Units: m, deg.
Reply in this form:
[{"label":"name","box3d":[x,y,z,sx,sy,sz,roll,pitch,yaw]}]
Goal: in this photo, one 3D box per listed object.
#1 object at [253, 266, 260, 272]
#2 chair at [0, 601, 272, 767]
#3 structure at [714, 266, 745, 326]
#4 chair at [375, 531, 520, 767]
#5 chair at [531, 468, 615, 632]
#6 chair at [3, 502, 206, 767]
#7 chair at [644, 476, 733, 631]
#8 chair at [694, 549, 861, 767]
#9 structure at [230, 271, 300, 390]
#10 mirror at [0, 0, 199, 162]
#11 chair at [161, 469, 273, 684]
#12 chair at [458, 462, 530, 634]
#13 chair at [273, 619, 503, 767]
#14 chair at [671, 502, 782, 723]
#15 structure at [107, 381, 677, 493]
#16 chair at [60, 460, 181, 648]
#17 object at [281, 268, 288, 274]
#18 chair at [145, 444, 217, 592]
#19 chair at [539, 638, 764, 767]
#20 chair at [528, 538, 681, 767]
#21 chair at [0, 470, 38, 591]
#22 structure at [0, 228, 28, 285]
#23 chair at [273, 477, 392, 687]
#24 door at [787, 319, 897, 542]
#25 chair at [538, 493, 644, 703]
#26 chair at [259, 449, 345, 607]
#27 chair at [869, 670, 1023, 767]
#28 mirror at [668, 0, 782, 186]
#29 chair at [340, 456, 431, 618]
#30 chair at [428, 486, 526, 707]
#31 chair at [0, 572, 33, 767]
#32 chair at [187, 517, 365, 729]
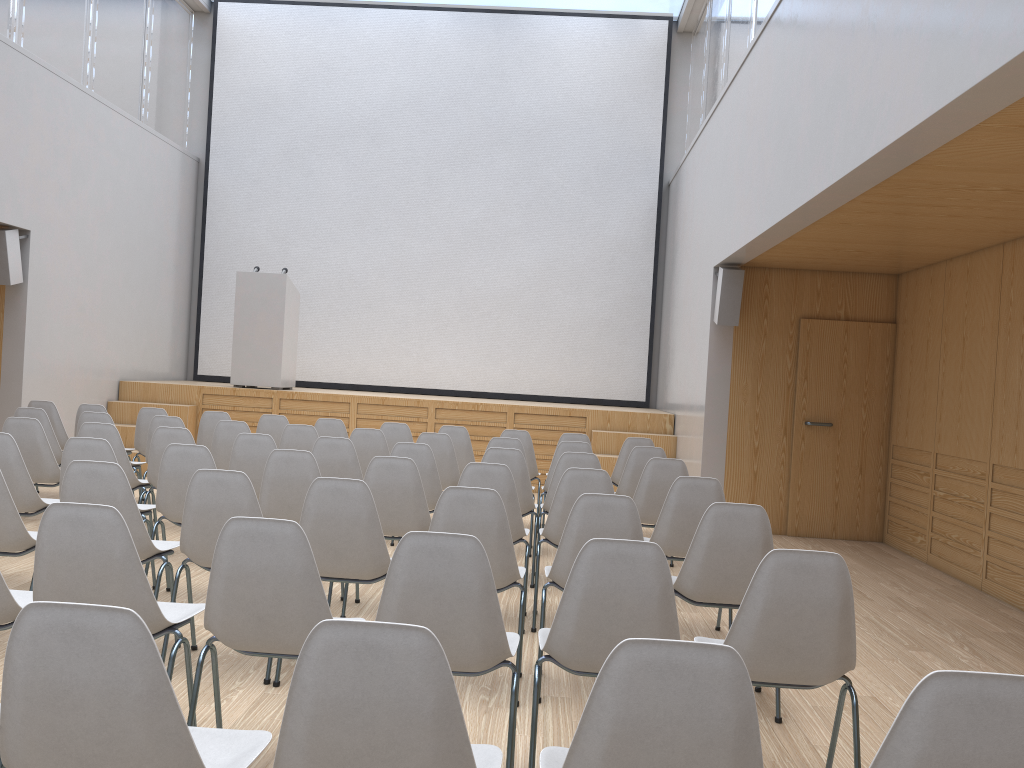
[{"label":"object","box3d":[-3.109,-1.284,10.733,0.166,0.305,0.252,3,1,-26]},{"label":"chair","box3d":[-0.781,0.826,1.832,0.479,0.876,0.505,3,1,3]},{"label":"structure","box3d":[1.978,-0.801,8.108,0.196,0.542,0.368,3,1,3]},{"label":"chair","box3d":[-0.212,0.853,2.745,0.479,0.876,0.505,3,1,3]},{"label":"chair","box3d":[0.373,0.871,4.831,0.479,0.876,0.505,3,1,3]},{"label":"chair","box3d":[-1.282,0.788,2.874,0.479,0.876,0.505,3,1,3]},{"label":"chair","box3d":[0.927,0.905,4.738,0.479,0.876,0.505,3,1,3]},{"label":"chair","box3d":[0.833,0.914,2.809,0.479,0.876,0.505,3,1,3]},{"label":"structure","box3d":[-2.988,-0.634,10.797,0.605,1.379,0.605,3,1,3]},{"label":"mirror","box3d":[-4.844,-4.108,3.515,0.253,2.090,17.827,3,0,3]},{"label":"chair","box3d":[-1.201,0.785,3.872,0.479,0.876,0.505,3,1,3]},{"label":"chair","box3d":[-0.138,0.841,4.806,0.479,0.876,0.505,3,1,3]},{"label":"chair","box3d":[-0.258,0.857,1.828,0.479,0.876,0.505,3,1,3]},{"label":"chair","box3d":[0.882,0.910,3.780,0.479,0.876,0.505,3,1,3]},{"label":"structure","box3d":[-1.385,0.666,10.956,6.551,1.027,2.728,3,0,3]},{"label":"chair","box3d":[-1.735,0.753,3.914,0.479,0.876,0.505,3,1,3]},{"label":"object","box3d":[-2.762,-1.264,10.717,0.166,0.305,0.252,3,1,-26]},{"label":"chair","box3d":[-1.697,0.748,4.854,0.479,0.876,0.505,3,1,3]},{"label":"chair","box3d":[0.280,0.889,1.823,0.479,0.876,0.505,3,1,3]},{"label":"chair","box3d":[0.307,0.883,2.804,0.479,0.876,0.505,3,1,3]},{"label":"chair","box3d":[-2.280,0.721,3.948,0.479,0.876,0.505,3,1,3]},{"label":"structure","box3d":[-4.797,-1.205,8.408,0.196,0.542,0.368,3,1,3]},{"label":"chair","box3d":[-0.708,0.815,3.830,0.479,0.876,0.505,3,1,3]},{"label":"door","box3d":[3.054,0.430,8.190,0.873,2.024,0.108,3,1,3]},{"label":"chair","box3d":[0.365,0.879,3.821,0.479,0.876,0.505,3,1,3]},{"label":"chair","box3d":[-1.166,0.780,4.899,0.479,0.876,0.505,3,1,3]},{"label":"chair","box3d":[0.788,0.920,1.741,0.479,0.876,0.505,3,1,3]},{"label":"mirror","box3d":[1.929,-3.704,3.215,0.253,2.090,17.827,3,0,3]},{"label":"chair","box3d":[-0.629,0.812,4.847,0.479,0.876,0.505,3,1,3]},{"label":"chair","box3d":[-0.175,0.847,3.786,0.479,0.876,0.505,3,1,3]},{"label":"chair","box3d":[-1.757,0.760,2.914,0.479,0.876,0.505,3,1,3]},{"label":"chair","box3d":[-0.730,0.822,2.809,0.479,0.876,0.505,3,1,3]}]
